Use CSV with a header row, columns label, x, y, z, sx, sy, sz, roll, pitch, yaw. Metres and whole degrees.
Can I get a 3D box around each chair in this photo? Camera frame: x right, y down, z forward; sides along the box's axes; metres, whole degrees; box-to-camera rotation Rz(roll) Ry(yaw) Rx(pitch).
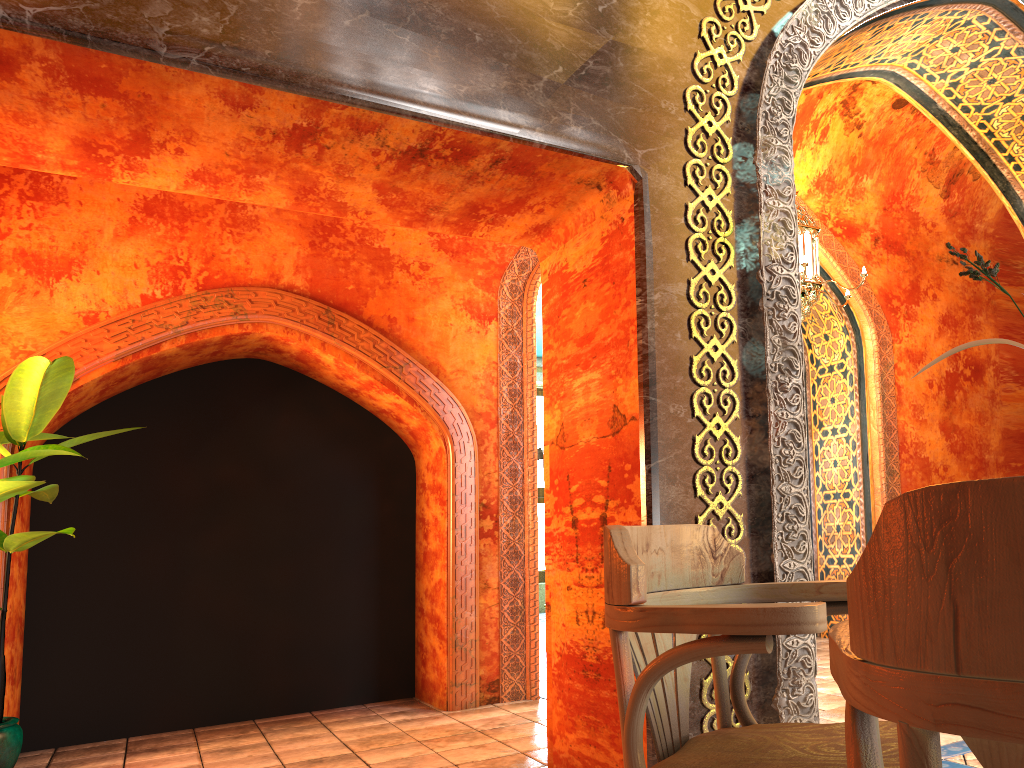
label,x,y,z,sx,sy,sz,roll,pitch,yaw
chair,0.720,0.689,0.881,0.726,1.170,0.754,-5,-8,22
chair,0.564,0.887,1.872,0.637,1.170,0.856,-6,-9,28

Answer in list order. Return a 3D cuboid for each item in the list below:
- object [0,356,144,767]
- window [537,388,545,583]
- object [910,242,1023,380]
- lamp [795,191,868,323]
label,x,y,z,sx,sy,sz,roll,pitch,yaw
object,-2.837,0.954,4.544,1.210,2.405,1.204,-1,-7,-2
window,0.310,1.746,14.862,1.700,3.395,0.080,2,-7,-30
object,1.027,0.077,1.549,0.693,0.711,0.236,0,-7,-15
lamp,2.324,-1.526,7.139,1.427,2.348,1.017,2,-8,-27
